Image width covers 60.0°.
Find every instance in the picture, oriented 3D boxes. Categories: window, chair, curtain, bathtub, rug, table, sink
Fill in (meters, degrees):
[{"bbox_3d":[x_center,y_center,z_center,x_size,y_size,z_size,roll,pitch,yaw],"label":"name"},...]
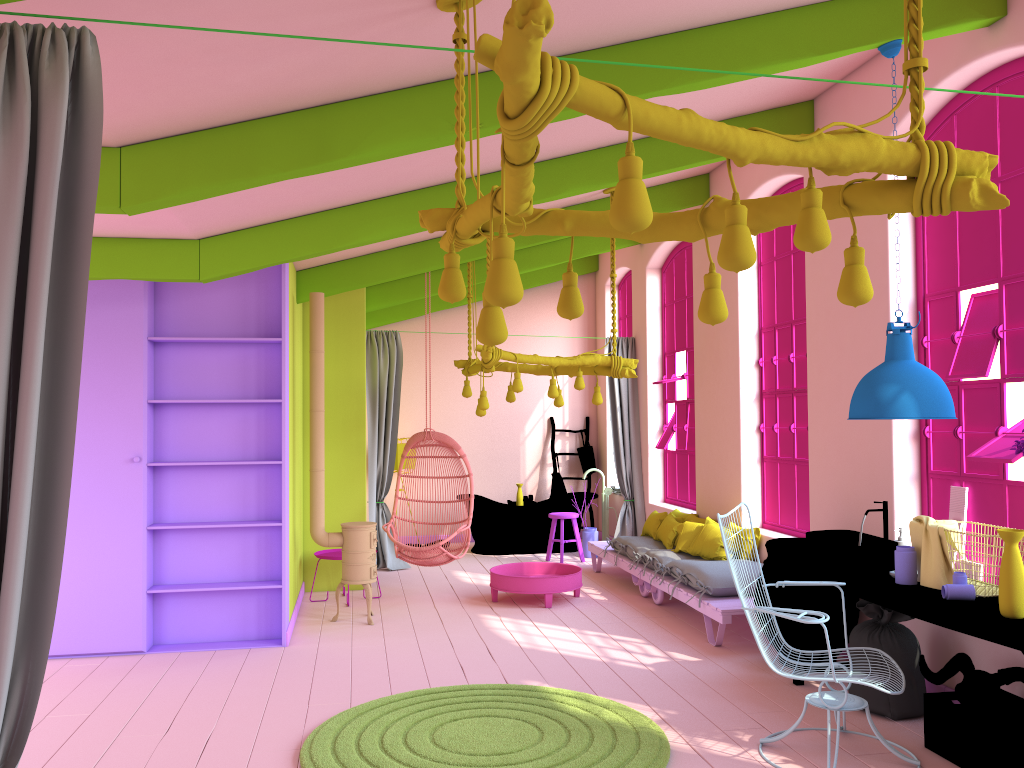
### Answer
[{"bbox_3d":[1.950,-0.111,9.932,0.551,3.008,1.514,0,-2,-10],"label":"window"},{"bbox_3d":[1.618,-0.041,11.811,0.072,3.046,1.275,0,-2,-10],"label":"window"},{"bbox_3d":[0.603,1.842,10.601,0.473,0.593,0.446,1,-3,-41],"label":"chair"},{"bbox_3d":[-1.496,0.736,10.327,0.518,2.784,0.525,0,-2,-29],"label":"curtain"},{"bbox_3d":[1.561,1.263,4.522,0.925,1.238,1.079,-1,-2,25],"label":"chair"},{"bbox_3d":[0.209,1.814,11.657,1.889,0.739,0.826,0,-2,-10],"label":"bathtub"},{"bbox_3d":[-0.136,1.875,4.668,1.889,0.050,1.889,1,-3,-23],"label":"rug"},{"bbox_3d":[2.310,1.468,4.686,0.655,0.820,2.193,0,-2,-10],"label":"table"},{"bbox_3d":[0.229,1.908,8.447,0.885,0.285,0.886,-1,-2,16],"label":"table"},{"bbox_3d":[-0.822,0.213,8.672,0.860,3.128,0.806,-1,-2,10],"label":"chair"},{"bbox_3d":[2.807,-0.319,5.096,0.492,3.002,1.498,0,-2,-10],"label":"window"},{"bbox_3d":[-1.590,1.836,8.487,0.596,0.458,0.596,-2,-2,27],"label":"table"},{"bbox_3d":[2.026,1.006,5.309,0.340,0.194,0.609,0,-2,-10],"label":"sink"},{"bbox_3d":[1.400,0.788,10.828,0.518,2.784,0.525,-1,-2,9],"label":"curtain"},{"bbox_3d":[-1.277,0.408,2.147,0.518,2.784,0.525,0,-2,-29],"label":"curtain"},{"bbox_3d":[2.375,-0.224,7.517,0.072,3.046,1.275,0,-2,-10],"label":"window"}]

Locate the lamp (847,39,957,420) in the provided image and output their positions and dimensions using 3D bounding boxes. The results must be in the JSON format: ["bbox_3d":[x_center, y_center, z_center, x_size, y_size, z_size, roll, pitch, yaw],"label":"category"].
[{"bbox_3d":[2.030,-0.815,4.676,0.529,2.001,0.529,-1,-2,22],"label":"lamp"}]

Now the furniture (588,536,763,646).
[{"bbox_3d":[1.551,1.784,8.392,0.907,0.507,3.777,0,-2,-10],"label":"furniture"}]

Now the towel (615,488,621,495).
[{"bbox_3d":[1.514,1.409,11.735,0.247,0.102,0.262,0,-2,-19],"label":"towel"}]

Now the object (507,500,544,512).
[{"bbox_3d":[0.175,1.602,11.658,0.360,0.068,1.324,0,-2,-10],"label":"object"}]

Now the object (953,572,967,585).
[{"bbox_3d":[2.254,1.008,4.461,0.065,0.118,0.065,-2,-2,39],"label":"object"}]

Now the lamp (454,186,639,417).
[{"bbox_3d":[0.070,-0.818,8.466,1.611,2.264,1.776,1,-2,-28],"label":"lamp"}]

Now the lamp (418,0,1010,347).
[{"bbox_3d":[0.300,-1.246,2.888,1.611,2.264,1.776,1,-2,-28],"label":"lamp"}]

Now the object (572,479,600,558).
[{"bbox_3d":[0.936,1.655,11.014,0.451,0.987,0.277,-2,-2,34],"label":"object"}]

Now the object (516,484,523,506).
[{"bbox_3d":[0.101,1.468,11.618,0.097,0.320,0.097,-1,-2,1],"label":"object"}]

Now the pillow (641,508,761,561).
[{"bbox_3d":[1.700,1.423,8.513,0.578,0.399,1.998,0,-2,-10],"label":"pillow"}]

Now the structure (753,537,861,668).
[{"bbox_3d":[2.050,1.522,6.172,0.718,0.844,0.718,1,-3,-43],"label":"structure"}]

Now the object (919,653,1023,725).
[{"bbox_3d":[2.397,1.638,4.516,0.300,0.448,0.672,1,-3,-34],"label":"object"}]

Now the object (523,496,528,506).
[{"bbox_3d":[0.176,1.534,11.462,0.069,0.170,0.069,-1,-2,9],"label":"object"}]

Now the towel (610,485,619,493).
[{"bbox_3d":[1.468,1.420,11.999,0.262,0.102,0.247,0,-2,-9],"label":"towel"}]

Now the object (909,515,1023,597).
[{"bbox_3d":[2.385,0.895,4.691,0.444,0.369,0.633,0,-2,-10],"label":"object"}]

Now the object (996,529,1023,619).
[{"bbox_3d":[2.222,0.841,3.939,0.116,0.382,0.116,1,-2,-36],"label":"object"}]

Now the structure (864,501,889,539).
[{"bbox_3d":[2.204,0.908,5.369,0.166,0.396,0.087,0,-2,-1],"label":"structure"}]

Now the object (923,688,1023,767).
[{"bbox_3d":[2.391,1.726,4.365,0.446,0.277,0.522,0,-2,-10],"label":"object"}]

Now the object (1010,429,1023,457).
[{"bbox_3d":[2.492,0.561,3.940,0.503,0.950,0.441,-2,-2,40],"label":"object"}]

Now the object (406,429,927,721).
[{"bbox_3d":[0.417,1.271,8.680,2.827,1.579,7.868,0,-2,-9],"label":"object"}]

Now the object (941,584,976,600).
[{"bbox_3d":[2.206,1.029,4.384,0.137,0.076,0.076,-1,-2,10],"label":"object"}]

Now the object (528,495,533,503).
[{"bbox_3d":[0.246,1.541,11.640,0.069,0.170,0.069,-1,-2,9],"label":"object"}]

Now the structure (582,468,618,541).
[{"bbox_3d":[1.195,1.658,11.816,0.451,1.061,0.254,-2,-2,33],"label":"structure"}]

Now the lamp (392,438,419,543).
[{"bbox_3d":[-1.542,1.461,11.997,0.491,1.466,0.476,-1,-2,20],"label":"lamp"}]

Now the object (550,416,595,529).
[{"bbox_3d":[0.858,1.342,12.530,0.603,1.764,0.410,0,-2,-10],"label":"object"}]

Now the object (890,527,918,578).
[{"bbox_3d":[2.272,0.972,5.117,0.165,0.250,0.411,-1,-2,25],"label":"object"}]

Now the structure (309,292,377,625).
[{"bbox_3d":[-1.431,0.627,7.700,0.577,2.813,0.403,-1,-2,7],"label":"structure"}]

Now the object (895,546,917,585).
[{"bbox_3d":[2.143,0.985,4.826,0.109,0.197,0.109,0,-2,-18],"label":"object"}]

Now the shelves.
[{"bbox_3d":[-2.655,0.466,6.737,1.841,3.103,0.385,0,-2,-10],"label":"shelves"}]
